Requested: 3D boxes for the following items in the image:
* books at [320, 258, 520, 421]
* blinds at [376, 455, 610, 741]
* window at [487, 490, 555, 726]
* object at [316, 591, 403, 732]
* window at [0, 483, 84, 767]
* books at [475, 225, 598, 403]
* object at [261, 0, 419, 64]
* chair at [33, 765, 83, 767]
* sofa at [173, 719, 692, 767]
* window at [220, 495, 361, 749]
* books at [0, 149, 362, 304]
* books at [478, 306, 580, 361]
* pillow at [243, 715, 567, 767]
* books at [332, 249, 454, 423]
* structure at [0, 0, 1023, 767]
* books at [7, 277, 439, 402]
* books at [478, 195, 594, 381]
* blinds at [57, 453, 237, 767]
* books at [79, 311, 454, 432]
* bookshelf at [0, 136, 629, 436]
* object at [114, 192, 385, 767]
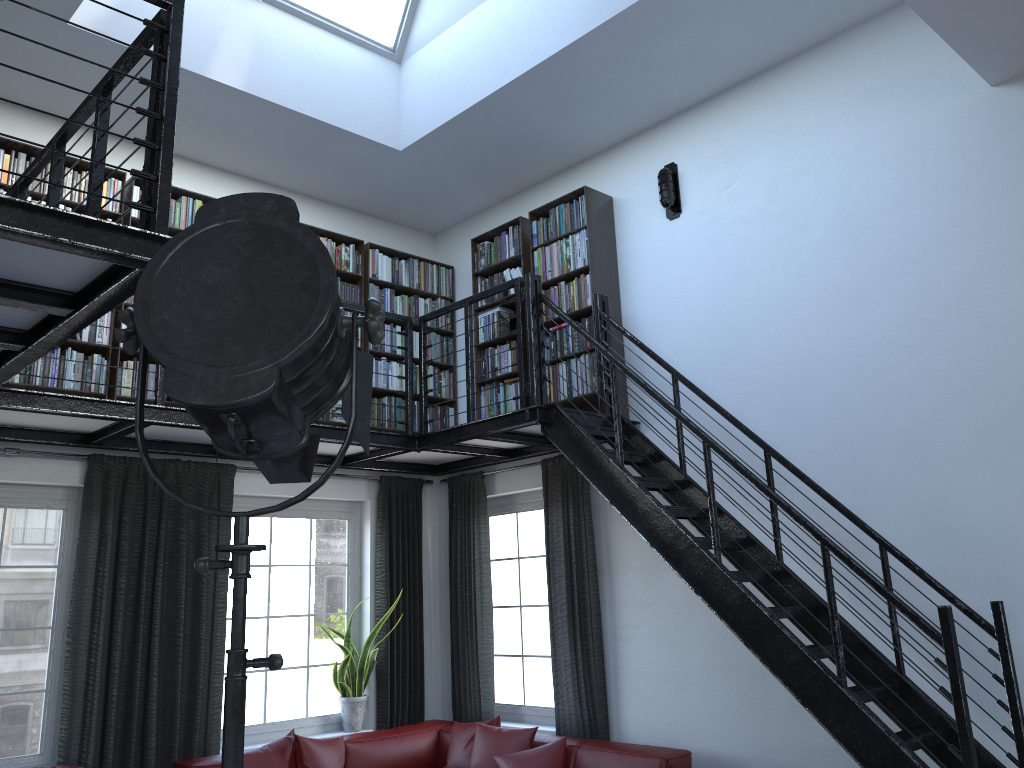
[{"bbox_3d":[-1.826,-0.645,5.473,4.419,1.443,1.277,10,-19,-41],"label":"books"},{"bbox_3d":[-0.100,1.764,6.213,1.745,2.403,0.523,-10,-17,27],"label":"blinds"},{"bbox_3d":[0.169,1.577,6.339,0.132,1.621,1.160,12,-21,-42],"label":"window"},{"bbox_3d":[-1.049,1.918,6.139,0.524,0.949,0.550,-13,-18,33],"label":"object"},{"bbox_3d":[-3.001,1.336,4.813,1.162,1.621,0.132,11,-21,-42],"label":"window"},{"bbox_3d":[-1.277,-0.778,4.981,4.366,1.418,1.163,11,-20,-42],"label":"books"},{"bbox_3d":[-1.249,-2.892,5.410,2.213,0.640,1.178,11,-19,-42],"label":"object"},{"bbox_3d":[-2.335,2.251,4.177,0.830,0.718,0.822,-4,-15,7],"label":"chair"},{"bbox_3d":[-0.308,2.294,4.528,2.531,0.662,3.261,11,-19,-43],"label":"sofa"},{"bbox_3d":[-1.543,1.602,6.154,1.162,1.621,0.132,11,-21,-42],"label":"window"},{"bbox_3d":[-2.168,-0.820,5.900,2.626,0.836,0.212,10,-20,-42],"label":"books"},{"bbox_3d":[-1.130,-0.699,4.763,4.318,1.151,1.589,11,-19,-43],"label":"books"},{"bbox_3d":[-0.646,2.302,5.514,1.957,0.405,0.973,-2,-14,-2],"label":"pillow"},{"bbox_3d":[-2.148,-0.543,5.820,4.418,1.426,0.225,11,-20,-42],"label":"books"},{"bbox_3d":[-0.617,0.728,3.873,4.471,3.387,4.588,11,-20,-42],"label":"structure"},{"bbox_3d":[-1.880,-0.345,6.037,3.378,1.133,0.239,11,-20,-42],"label":"books"},{"bbox_3d":[-0.920,-0.886,4.597,4.359,1.422,2.192,11,-19,-43],"label":"books"},{"bbox_3d":[-2.694,1.518,4.751,2.498,2.409,0.124,11,-20,-42],"label":"blinds"},{"bbox_3d":[-2.145,-0.533,5.813,4.424,1.410,0.240,10,-20,-42],"label":"books"},{"bbox_3d":[-1.201,-0.739,4.856,4.458,1.632,3.071,11,-19,-42],"label":"bookshelf"},{"bbox_3d":[-0.400,0.487,1.343,0.611,1.594,0.539,-2,-15,0],"label":"object"}]
